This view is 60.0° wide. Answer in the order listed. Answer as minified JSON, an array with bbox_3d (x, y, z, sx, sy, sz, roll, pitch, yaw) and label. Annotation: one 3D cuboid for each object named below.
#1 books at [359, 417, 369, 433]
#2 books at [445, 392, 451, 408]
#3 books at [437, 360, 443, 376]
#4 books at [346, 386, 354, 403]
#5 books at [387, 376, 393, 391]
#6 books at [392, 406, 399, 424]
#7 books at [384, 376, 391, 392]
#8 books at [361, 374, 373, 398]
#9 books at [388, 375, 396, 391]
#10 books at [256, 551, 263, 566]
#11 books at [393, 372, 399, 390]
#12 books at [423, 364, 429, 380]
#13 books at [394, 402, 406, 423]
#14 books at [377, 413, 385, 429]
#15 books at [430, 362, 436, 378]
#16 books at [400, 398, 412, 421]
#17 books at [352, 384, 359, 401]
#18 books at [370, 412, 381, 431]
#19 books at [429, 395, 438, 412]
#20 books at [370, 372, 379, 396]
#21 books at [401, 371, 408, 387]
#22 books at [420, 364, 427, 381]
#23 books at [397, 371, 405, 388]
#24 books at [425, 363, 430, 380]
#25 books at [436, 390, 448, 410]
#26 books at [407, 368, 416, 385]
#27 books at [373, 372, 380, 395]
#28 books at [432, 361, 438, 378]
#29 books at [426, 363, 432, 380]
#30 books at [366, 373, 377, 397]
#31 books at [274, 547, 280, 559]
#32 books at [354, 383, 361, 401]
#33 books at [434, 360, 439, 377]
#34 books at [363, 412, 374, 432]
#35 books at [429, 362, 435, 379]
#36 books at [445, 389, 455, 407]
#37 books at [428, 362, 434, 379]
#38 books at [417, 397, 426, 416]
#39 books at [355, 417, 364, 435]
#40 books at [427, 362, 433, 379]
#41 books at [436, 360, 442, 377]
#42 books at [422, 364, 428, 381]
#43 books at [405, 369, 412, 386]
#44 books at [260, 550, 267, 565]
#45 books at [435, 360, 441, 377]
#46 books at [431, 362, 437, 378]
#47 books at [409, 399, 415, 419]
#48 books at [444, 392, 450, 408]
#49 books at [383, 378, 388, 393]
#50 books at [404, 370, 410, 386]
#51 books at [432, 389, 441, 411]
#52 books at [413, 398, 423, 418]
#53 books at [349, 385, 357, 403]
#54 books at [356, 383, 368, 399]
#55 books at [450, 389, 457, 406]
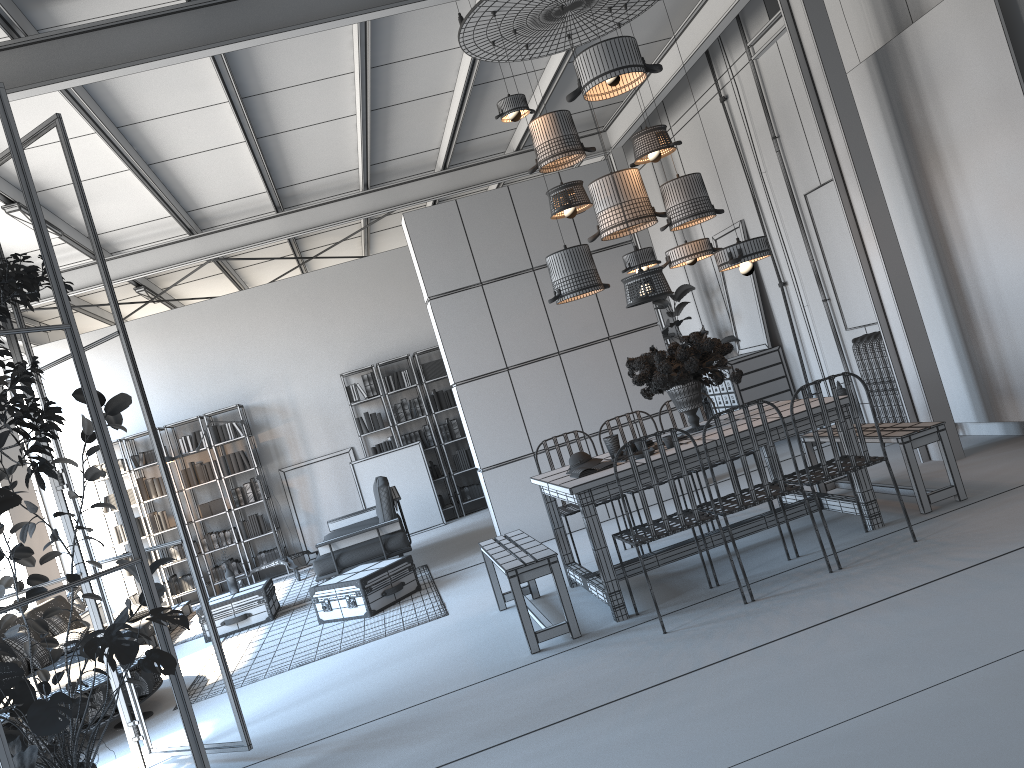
[{"bbox_3d":[-1.957,0.549,11.743,0.077,0.244,0.178,-17,0,-9],"label":"books"},{"bbox_3d":[-0.866,0.219,11.965,0.022,0.227,0.165,-17,0,-10],"label":"books"},{"bbox_3d":[-0.971,-0.208,11.858,0.016,0.240,0.182,-17,0,-10],"label":"books"},{"bbox_3d":[-2.130,0.141,11.645,0.052,0.223,0.164,-17,0,-10],"label":"books"},{"bbox_3d":[-1.628,0.005,11.823,0.019,0.224,0.168,-17,0,-10],"label":"books"},{"bbox_3d":[-1.562,0.420,11.790,0.057,0.244,0.178,-17,0,-10],"label":"books"},{"bbox_3d":[-1.662,0.009,11.828,0.029,0.231,0.173,-17,0,-10],"label":"books"},{"bbox_3d":[-1.923,0.032,11.763,0.068,0.318,0.319,-17,0,-10],"label":"books"},{"bbox_3d":[-1.601,-0.003,11.828,0.039,0.222,0.161,-17,0,-10],"label":"books"},{"bbox_3d":[-3.242,2.270,11.462,0.047,0.184,0.271,-17,0,-10],"label":"books"},{"bbox_3d":[-1.545,-0.031,11.820,0.077,0.244,0.178,-17,0,-11],"label":"books"},{"bbox_3d":[-1.149,-0.154,11.827,0.016,0.240,0.182,-17,0,-10],"label":"books"},{"bbox_3d":[-1.488,0.386,11.801,0.091,0.265,0.193,-17,0,-10],"label":"books"},{"bbox_3d":[-1.744,0.494,11.798,0.052,0.223,0.164,-17,0,-10],"label":"books"},{"bbox_3d":[-1.060,-0.181,11.842,0.016,0.240,0.182,-17,0,-10],"label":"books"},{"bbox_3d":[-1.412,0.341,11.836,0.071,0.303,0.222,-17,0,-10],"label":"books"},{"bbox_3d":[-2.058,0.117,11.649,0.032,0.231,0.179,-17,0,-10],"label":"books"},{"bbox_3d":[-1.818,0.506,11.788,0.083,0.242,0.178,-17,0,-10],"label":"books"},{"bbox_3d":[-1.065,0.271,11.962,0.057,0.244,0.180,-17,0,-10],"label":"books"},{"bbox_3d":[-1.822,-0.002,11.765,0.027,0.326,0.272,-17,0,-10],"label":"books"},{"bbox_3d":[-1.440,-0.055,11.857,0.035,0.229,0.196,-17,0,-10],"label":"books"},{"bbox_3d":[-1.178,-0.145,11.821,0.016,0.240,0.182,-17,0,-10],"label":"books"},{"bbox_3d":[-1.487,-0.050,11.850,0.057,0.242,0.178,-17,0,-10],"label":"books"},{"bbox_3d":[-1.134,-0.159,11.829,0.016,0.240,0.182,-17,0,-10],"label":"books"},{"bbox_3d":[-0.949,0.224,11.975,0.091,0.266,0.195,-17,0,-10],"label":"books"},{"bbox_3d":[-1.339,-0.095,11.876,0.083,0.242,0.178,-17,0,-10],"label":"books"},{"bbox_3d":[-1.790,-0.010,11.782,0.033,0.326,0.303,-17,0,-10],"label":"books"},{"bbox_3d":[-1.030,-0.190,11.848,0.016,0.240,0.182,-17,0,-10],"label":"books"},{"bbox_3d":[-1.119,-0.163,11.832,0.016,0.240,0.182,-17,0,-10],"label":"books"},{"bbox_3d":[-1.864,0.013,11.774,0.056,0.315,0.317,-17,0,-10],"label":"books"},{"bbox_3d":[-3.029,2.205,11.500,0.047,0.184,0.271,-17,0,-10],"label":"books"},{"bbox_3d":[-2.034,0.107,11.654,0.022,0.236,0.186,-17,0,-10],"label":"books"},{"bbox_3d":[-1.015,-0.195,11.850,0.016,0.240,0.182,-17,0,-10],"label":"books"},{"bbox_3d":[-1.899,0.510,11.756,0.065,0.278,0.204,-17,0,-10],"label":"books"},{"bbox_3d":[-1.075,-0.177,11.840,0.016,0.240,0.182,-17,0,-10],"label":"books"},{"bbox_3d":[-0.832,0.200,11.992,0.057,0.244,0.180,-17,0,-10],"label":"books"},{"bbox_3d":[-1.089,-0.172,11.837,0.016,0.240,0.182,-17,0,-10],"label":"books"},{"bbox_3d":[-1.206,0.300,11.863,0.062,0.265,0.193,-17,0,-10],"label":"books"},{"bbox_3d":[-2.022,0.568,11.751,0.057,0.242,0.178,-17,0,-10],"label":"books"},{"bbox_3d":[-1.104,-0.168,11.835,0.016,0.240,0.182,-17,0,-10],"label":"books"},{"bbox_3d":[-0.986,-0.204,11.856,0.016,0.240,0.182,-17,0,-10],"label":"books"},{"bbox_3d":[-1.163,-0.150,11.824,0.016,0.240,0.182,-17,0,-10],"label":"books"},{"bbox_3d":[-1.390,-0.075,11.866,0.027,0.238,0.180,-17,0,-10],"label":"books"},{"bbox_3d":[-3.193,2.255,11.465,0.056,0.185,0.260,-17,0,-10],"label":"books"},{"bbox_3d":[-1.001,-0.199,11.853,0.016,0.240,0.182,-17,0,-10],"label":"books"},{"bbox_3d":[-1.045,-0.186,11.845,0.016,0.240,0.182,-17,0,-10],"label":"books"},{"bbox_3d":[-1.336,0.341,11.849,0.084,0.267,0.193,-17,0,-9],"label":"books"},{"bbox_3d":[-0.886,0.226,11.960,0.022,0.227,0.165,-17,0,-10],"label":"books"},{"bbox_3d":[-1.694,0.030,11.811,0.043,0.213,0.154,-17,0,-10],"label":"books"},{"bbox_3d":[-1.412,-0.064,11.862,0.023,0.232,0.187,-17,0,-10],"label":"books"},{"bbox_3d":[-1.015,0.222,11.930,0.038,0.304,0.224,-17,0,-10],"label":"books"},{"bbox_3d":[-1.265,0.318,11.840,0.062,0.265,0.193,-17,0,-10],"label":"books"},{"bbox_3d":[-2.088,0.126,11.644,0.032,0.231,0.179,-17,0,-10],"label":"books"},{"bbox_3d":[-1.973,0.094,11.664,0.107,0.229,0.184,-17,0,-10],"label":"books"},{"bbox_3d":[-0.777,0.183,12.013,0.057,0.244,0.180,-17,0,-10],"label":"books"}]
